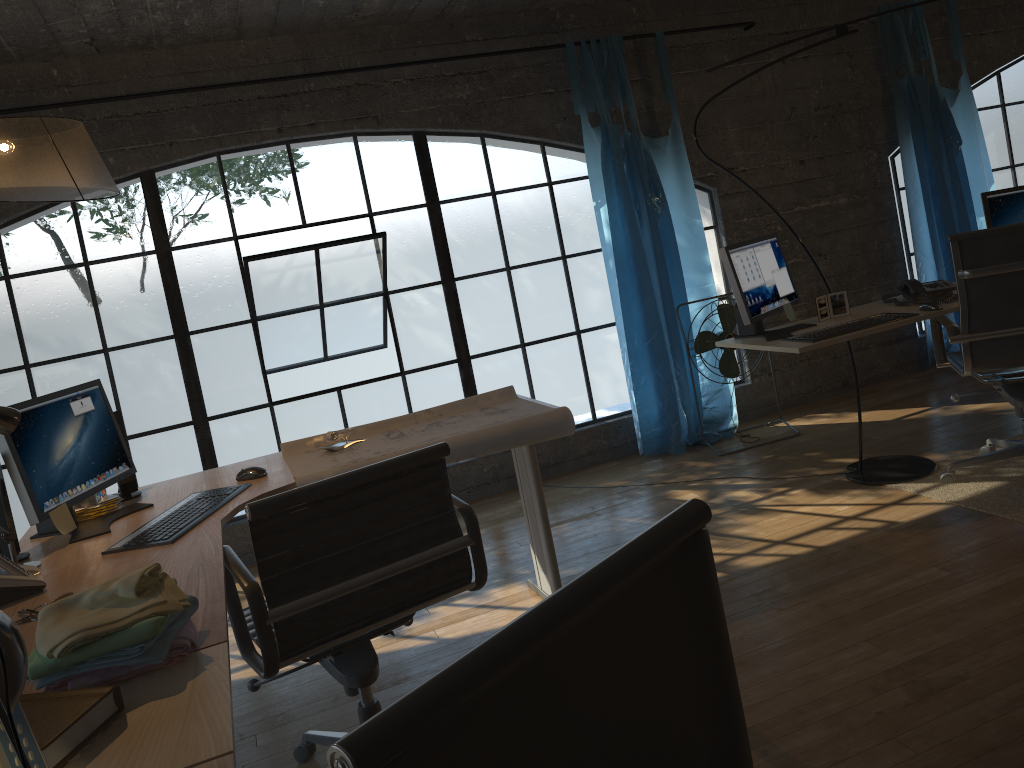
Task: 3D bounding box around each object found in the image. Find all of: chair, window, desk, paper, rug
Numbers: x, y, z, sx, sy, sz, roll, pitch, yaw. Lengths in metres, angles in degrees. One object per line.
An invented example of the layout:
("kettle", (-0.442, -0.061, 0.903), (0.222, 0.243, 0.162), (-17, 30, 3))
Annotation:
("chair", (-0.427, 0.614, 2.190), (0.660, 0.853, 0.683), (-14, 6, -31))
("window", (-1.829, 0.044, 3.121), (3.167, 1.856, 7.052), (-6, 10, 32))
("chair", (0.305, 0.642, 0.611), (0.681, 1.008, 0.662), (-7, 7, 41))
("chair", (1.955, -0.129, 3.467), (0.650, 1.008, 0.693), (-10, 5, 16))
("desk", (-0.143, 0.737, 1.458), (1.644, 0.733, 3.522), (-13, 9, -16))
("window", (1.057, -0.786, 4.777), (12.391, 1.838, 3.904), (-18, 11, -39))
("paper", (-0.295, 0.180, 2.875), (0.856, 0.113, 0.583), (-14, 9, -18))
("paper", (-1.181, 0.358, 2.326), (0.019, 0.074, 0.079), (-11, 6, 7))
("paper", (1.131, -0.292, 3.587), (0.018, 0.074, 0.078), (-8, 7, 42))
("rug", (2.646, 0.330, 2.958), (1.610, 0.005, 2.208), (-14, 9, -18))
("desk", (2.977, -0.036, 2.527), (3.279, 0.733, 3.481), (-14, 9, -18))

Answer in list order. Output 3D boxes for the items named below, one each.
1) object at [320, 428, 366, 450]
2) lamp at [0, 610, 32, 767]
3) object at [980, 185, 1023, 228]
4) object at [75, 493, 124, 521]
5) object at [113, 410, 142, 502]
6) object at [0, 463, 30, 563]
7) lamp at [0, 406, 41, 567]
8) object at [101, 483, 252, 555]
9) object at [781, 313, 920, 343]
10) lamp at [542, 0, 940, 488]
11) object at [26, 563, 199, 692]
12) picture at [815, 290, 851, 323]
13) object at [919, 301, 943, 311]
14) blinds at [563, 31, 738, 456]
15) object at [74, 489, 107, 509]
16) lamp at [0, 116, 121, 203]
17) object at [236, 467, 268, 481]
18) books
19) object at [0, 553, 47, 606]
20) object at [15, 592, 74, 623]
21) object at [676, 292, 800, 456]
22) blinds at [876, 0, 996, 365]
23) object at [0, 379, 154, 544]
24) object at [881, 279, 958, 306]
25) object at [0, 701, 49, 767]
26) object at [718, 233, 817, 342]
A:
("object", (-0.562, 0.176, 2.934), (0.053, 0.064, 0.161), (-6, 9, 39))
("lamp", (-0.243, 0.325, 0.480), (0.106, 0.406, 0.206), (-13, 5, -31))
("object", (2.221, -0.639, 3.627), (0.467, 0.388, 0.289), (-8, 6, 22))
("object", (-1.273, 0.374, 2.641), (0.206, 0.036, 0.205), (-14, 9, -20))
("object", (-1.230, 0.224, 2.757), (0.085, 0.276, 0.085), (-12, 4, -16))
("object", (-1.301, 0.319, 2.242), (0.084, 0.276, 0.086), (-9, 4, 26))
("lamp", (-1.252, 0.261, 2.124), (0.104, 0.406, 0.210), (-8, 5, 39))
("object", (-0.885, 0.353, 2.380), (0.186, 0.011, 0.496), (-10, 9, 7))
("object", (1.276, -0.216, 3.331), (0.493, 0.011, 0.187), (-14, 9, -18))
("lamp", (0.157, -0.412, 4.483), (6.202, 1.921, 0.391), (-7, 5, 28))
("object", (-0.657, 0.394, 1.455), (0.257, 0.129, 0.254), (-13, 8, -15))
("picture", (1.315, -0.321, 3.642), (0.159, 0.104, 0.032), (-13, 4, -18))
("object", (1.609, -0.301, 3.387), (0.059, 0.034, 0.101), (-12, 8, -8))
("blinds", (0.788, -0.781, 4.861), (0.672, 2.282, 0.257), (-13, 4, -23))
("object", (-1.301, 0.345, 2.633), (0.145, 0.032, 0.152), (-13, 9, -13))
("lamp", (-3.454, 0.345, 4.122), (6.203, 1.920, 0.391), (-5, 7, 36))
("object", (-0.800, 0.273, 2.712), (0.100, 0.034, 0.060), (-9, 8, 16))
("books", (-0.709, 0.483, 1.196), (0.289, 0.054, 0.264), (-7, 9, 22))
("object", (-1.157, 0.395, 1.950), (0.192, 0.163, 0.169), (-15, 8, -33))
("object", (-0.966, 0.454, 1.799), (0.097, 0.024, 0.108), (-12, 9, -4))
("object", (1.169, -0.095, 4.904), (0.492, 0.797, 0.583), (-12, 5, -13))
("blinds", (2.806, -1.216, 5.535), (0.861, 2.403, 0.261), (-12, 4, -10))
("object", (-1.237, 0.213, 2.478), (0.285, 0.388, 0.475), (-10, 7, 7))
("object", (1.696, -0.384, 3.651), (0.278, 0.081, 0.417), (-9, 9, 14))
("object", (-0.514, 0.397, 0.760), (0.137, 0.282, 0.404), (-12, 7, -18))
("object", (1.007, -0.390, 3.538), (0.284, 0.388, 0.476), (-6, 8, 42))
